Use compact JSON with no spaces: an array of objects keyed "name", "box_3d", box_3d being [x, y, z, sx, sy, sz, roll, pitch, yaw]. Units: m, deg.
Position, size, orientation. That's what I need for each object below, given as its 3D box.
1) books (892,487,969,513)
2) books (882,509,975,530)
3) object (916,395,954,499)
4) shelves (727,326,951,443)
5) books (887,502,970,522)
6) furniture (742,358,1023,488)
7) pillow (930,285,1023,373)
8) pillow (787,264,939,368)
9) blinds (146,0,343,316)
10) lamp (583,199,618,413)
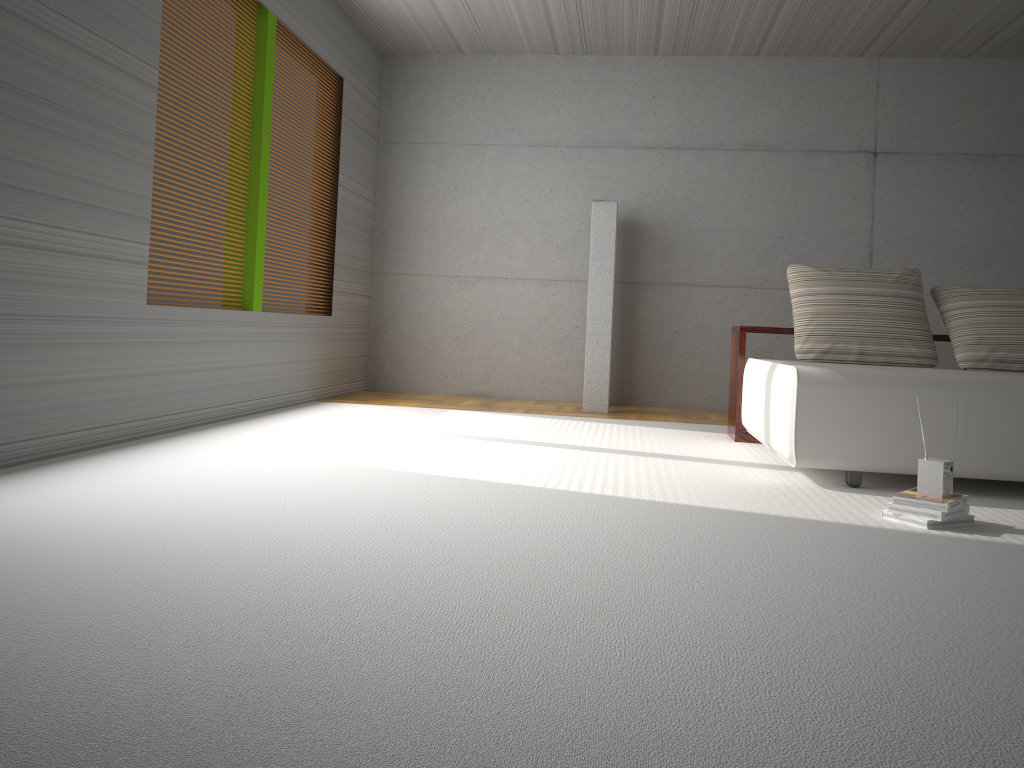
[{"name":"books","box_3d":[1.527,0.421,3.222,0.189,0.032,0.264,6,5,41]},{"name":"books","box_3d":[1.516,0.485,3.220,0.264,0.032,0.189,1,4,-28]},{"name":"object","box_3d":[1.511,0.224,3.187,0.185,0.367,0.090,3,-1,-42]},{"name":"shelves","box_3d":[2.528,0.048,5.503,2.251,0.717,0.400,3,0,7]},{"name":"books","box_3d":[1.518,0.453,3.221,0.264,0.032,0.189,-1,5,-43]},{"name":"furniture","box_3d":[2.384,0.200,4.517,2.169,0.522,1.614,3,3,7]},{"name":"pillow","box_3d":[2.916,-0.315,5.107,0.807,0.517,0.578,3,2,8]},{"name":"pillow","box_3d":[2.077,-0.414,5.267,0.801,0.610,0.490,3,1,7]},{"name":"blinds","box_3d":[-1.683,-1.380,5.668,0.012,2.045,3.534,3,2,7]},{"name":"lamp","box_3d":[0.748,-0.641,7.398,0.200,1.693,0.797,3,0,7]}]
